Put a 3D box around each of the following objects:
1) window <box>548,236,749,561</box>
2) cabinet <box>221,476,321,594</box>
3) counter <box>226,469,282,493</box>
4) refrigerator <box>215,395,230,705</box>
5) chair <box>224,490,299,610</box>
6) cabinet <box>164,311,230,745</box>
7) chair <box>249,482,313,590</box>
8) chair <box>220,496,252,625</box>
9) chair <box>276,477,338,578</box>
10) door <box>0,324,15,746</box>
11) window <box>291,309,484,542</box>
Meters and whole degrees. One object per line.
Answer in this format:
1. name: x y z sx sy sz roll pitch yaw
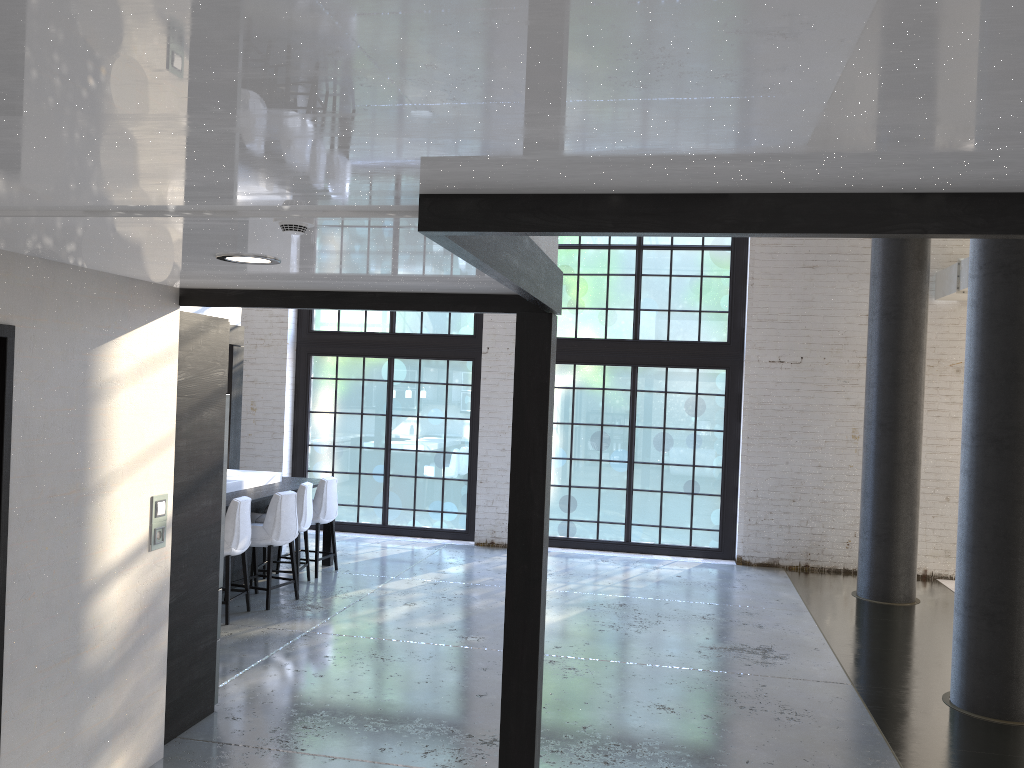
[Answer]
1. window: 1.465 -0.547 10.490 2.490 5.180 0.138 2 0 11
2. cabinet: -2.739 1.389 7.890 1.370 0.910 2.692 2 0 11
3. counter: -2.958 0.881 7.685 0.977 0.095 2.293 2 0 11
4. refrigerator: -2.105 0.924 4.747 0.853 1.772 0.820 2 0 11
5. chair: -2.082 1.376 7.429 0.501 0.984 0.579 2 0 22
6. cabinet: -3.426 0.650 6.805 4.275 2.315 4.232 2 0 11
7. chair: -2.092 1.380 8.081 0.501 0.984 0.579 2 0 2
8. chair: -2.319 1.363 6.913 0.501 0.984 0.579 2 0 7
9. chair: -1.985 1.389 8.663 0.501 0.984 0.579 2 0 17
10. door: -2.043 0.805 2.895 0.271 2.058 0.750 2 0 11
11. window: -1.491 -0.661 11.059 2.490 5.180 0.138 2 0 11
